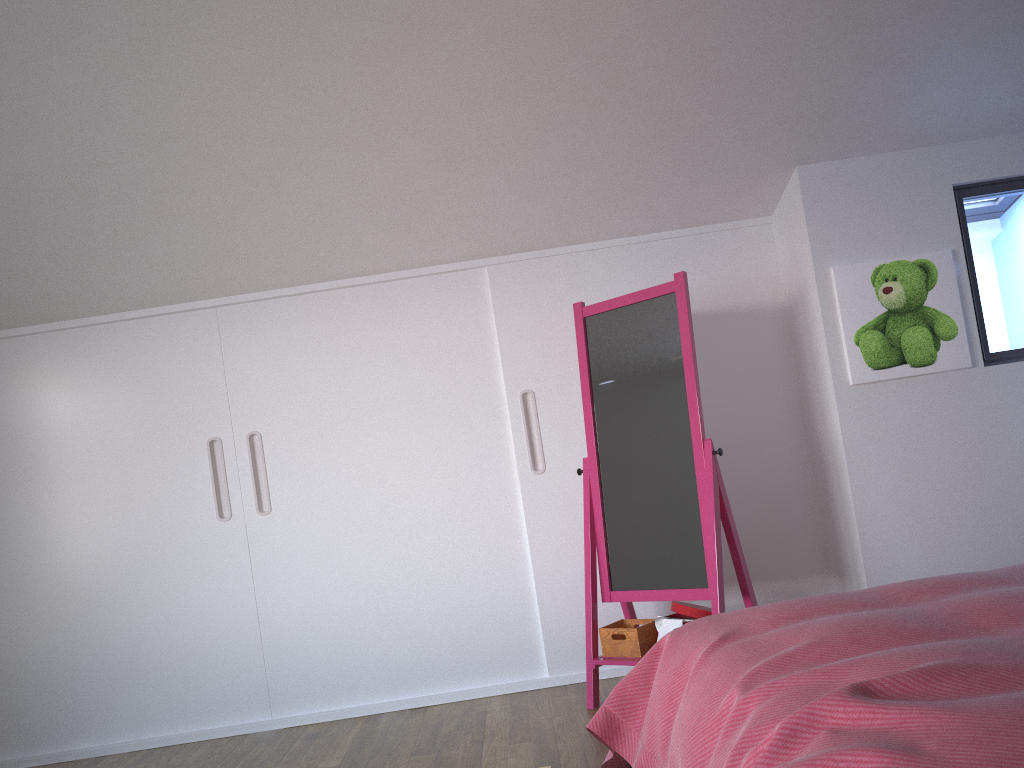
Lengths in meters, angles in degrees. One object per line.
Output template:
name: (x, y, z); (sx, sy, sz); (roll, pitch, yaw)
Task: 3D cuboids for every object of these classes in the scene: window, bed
window: (1.933, -0.451, 3.380); (0.586, 0.745, 0.209); (-9, -3, -1)
bed: (1.297, 0.447, 1.628); (2.317, 0.809, 1.933); (-9, -5, -1)

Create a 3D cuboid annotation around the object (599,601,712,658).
object: (0.592, 0.866, 3.189); (0.367, 0.158, 0.448); (-3, -7, -45)

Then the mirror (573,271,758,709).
mirror: (0.497, 0.381, 3.189); (0.614, 1.485, 0.416); (-11, -4, 40)

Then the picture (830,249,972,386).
picture: (1.432, -0.245, 3.263); (0.450, 0.442, 0.026); (-9, -3, -1)

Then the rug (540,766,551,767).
rug: (-0.475, 1.106, 1.502); (1.200, 0.006, 2.209); (-9, -6, -1)

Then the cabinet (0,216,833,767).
cabinet: (-0.885, 0.488, 3.610); (4.231, 1.759, 0.053); (-9, -3, -1)
